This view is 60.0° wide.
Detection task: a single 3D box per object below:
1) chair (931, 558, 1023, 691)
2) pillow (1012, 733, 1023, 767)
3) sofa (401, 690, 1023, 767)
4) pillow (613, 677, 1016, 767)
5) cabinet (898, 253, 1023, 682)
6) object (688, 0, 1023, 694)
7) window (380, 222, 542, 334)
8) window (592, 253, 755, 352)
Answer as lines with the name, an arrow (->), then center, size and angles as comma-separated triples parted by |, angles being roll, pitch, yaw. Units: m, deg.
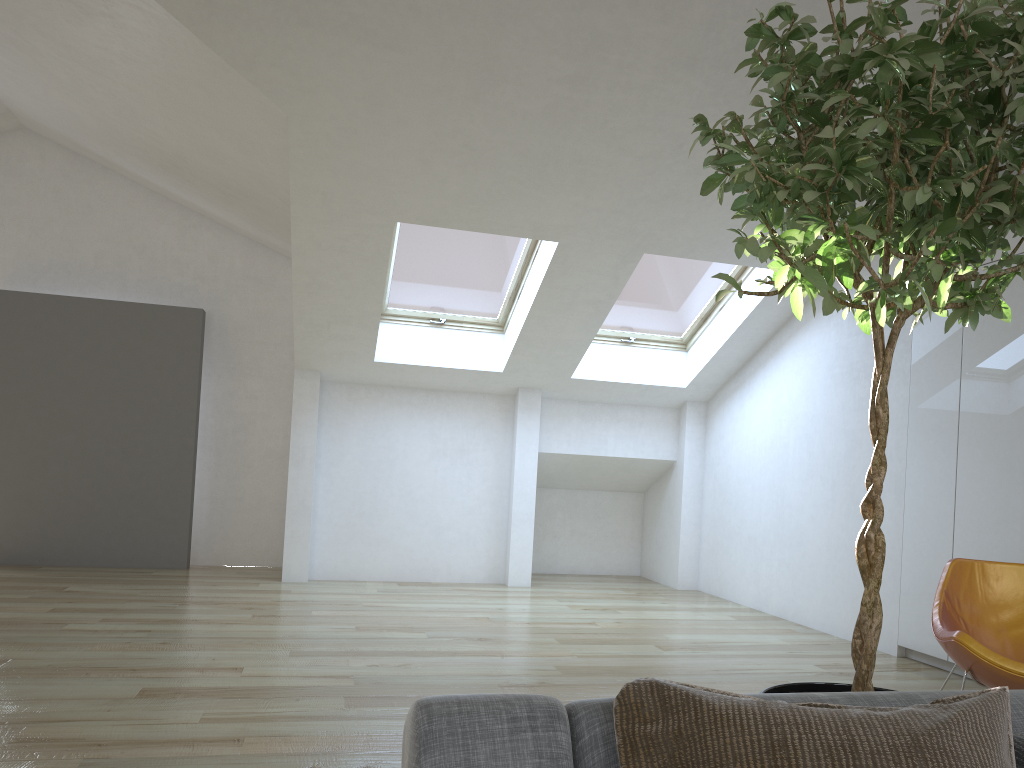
chair -> 2.004, 1.079, 3.483 | 0.662, 0.721, 0.712 | 2, -3, 17
pillow -> 0.917, 0.627, 1.166 | 0.589, 0.283, 0.342 | 4, -4, -14
sofa -> 1.167, 0.809, 1.102 | 2.589, 0.682, 0.977 | 5, -4, -15
pillow -> 0.390, 0.557, 1.068 | 0.602, 0.337, 0.297 | 4, -3, -5
cabinet -> 2.564, 0.450, 4.524 | 0.126, 2.237, 1.714 | 3, -3, -11
object -> 0.735, 0.180, 1.739 | 0.842, 2.015, 0.774 | 4, -2, -35
window -> -0.419, -0.814, 6.593 | 1.548, 0.727, 1.816 | 4, -5, -13
window -> 1.187, -0.683, 7.027 | 1.548, 0.727, 1.816 | 4, -5, -13
